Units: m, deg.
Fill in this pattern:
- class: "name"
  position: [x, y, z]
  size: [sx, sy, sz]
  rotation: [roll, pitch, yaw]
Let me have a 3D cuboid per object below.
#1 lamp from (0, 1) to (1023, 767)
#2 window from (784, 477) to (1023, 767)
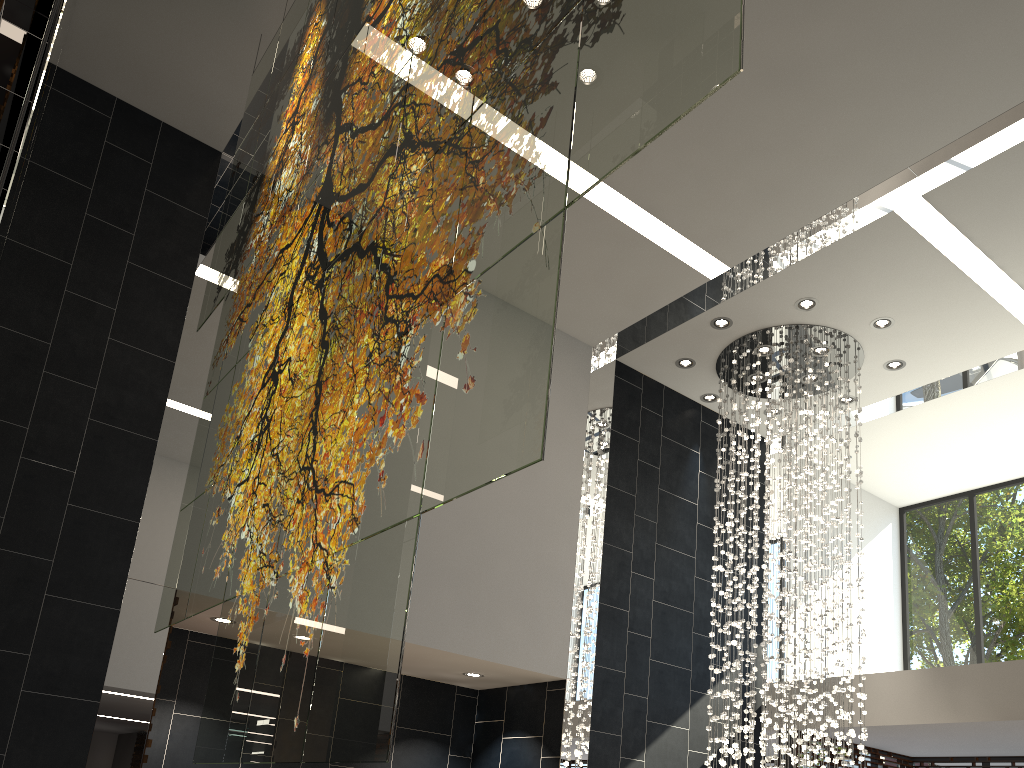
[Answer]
- class: "lamp"
  position: [2.611, -40.421, 13.791]
  size: [401.410, 105.819, 430.261]
  rotation: [10, -27, -8]
- class: "window"
  position: [5.579, 2.753, 7.129]
  size: [2.438, 5.549, 6.419]
  rotation: [18, -25, -31]
